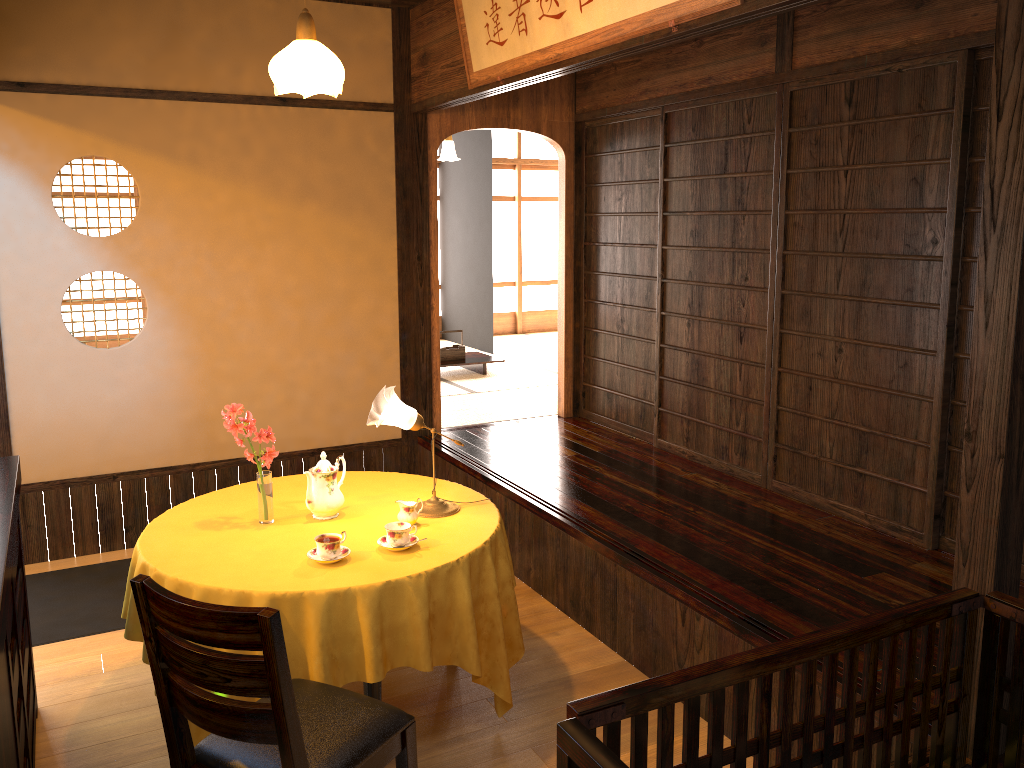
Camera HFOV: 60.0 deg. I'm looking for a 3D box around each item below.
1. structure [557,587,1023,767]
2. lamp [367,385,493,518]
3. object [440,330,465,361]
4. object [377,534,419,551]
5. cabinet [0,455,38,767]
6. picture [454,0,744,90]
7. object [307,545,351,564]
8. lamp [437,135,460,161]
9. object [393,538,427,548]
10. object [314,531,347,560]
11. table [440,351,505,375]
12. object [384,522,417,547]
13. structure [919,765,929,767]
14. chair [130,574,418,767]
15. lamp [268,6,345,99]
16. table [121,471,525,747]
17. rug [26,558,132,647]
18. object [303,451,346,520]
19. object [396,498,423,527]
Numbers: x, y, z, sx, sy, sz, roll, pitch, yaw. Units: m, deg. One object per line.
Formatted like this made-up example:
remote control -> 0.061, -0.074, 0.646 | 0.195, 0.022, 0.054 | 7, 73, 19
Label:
structure -> 0.725, 0.823, 1.635 | 1.198, 0.497, 0.600 | -6, 11, -27
lamp -> -0.295, 0.578, 3.455 | 0.512, 1.197, 0.198 | -5, 10, -27
object -> -0.567, -0.355, 8.017 | 0.260, 0.257, 0.151 | -5, 11, -27
object -> -0.391, 0.549, 3.045 | 0.144, 0.024, 0.144 | 4, 11, 22
cabinet -> -1.495, 0.932, 2.210 | 0.490, 0.966, 2.194 | -5, 11, -27
picture -> 0.206, -1.626, 3.605 | 0.117, 0.562, 2.051 | -5, 11, -27
object -> -0.606, 0.570, 2.936 | 0.144, 0.024, 0.144 | 4, 11, 22
lamp -> -0.558, -2.351, 7.722 | 0.196, 0.795, 0.226 | -3, 10, -19
object -> -0.347, 0.545, 3.017 | 0.126, 0.019, 0.029 | -5, 11, -24
object -> -0.602, 0.538, 2.931 | 0.099, 0.075, 0.091 | -1, 10, -3
table -> -0.733, -0.154, 7.960 | 1.201, 0.117, 0.602 | -6, 12, -27
object -> -0.388, 0.517, 3.037 | 0.090, 0.075, 0.099 | -9, 13, -42
structure -> 0.628, 0.961, 1.440 | 0.667, 0.299, 0.454 | -5, 11, -27
chair -> -0.600, 0.914, 2.329 | 0.491, 0.956, 0.579 | 5, 11, 27
lamp -> -0.715, -1.409, 3.042 | 0.249, 0.806, 0.278 | -1, 9, -5
table -> -0.695, 0.851, 3.381 | 1.445, 0.692, 1.448 | -5, 11, -27
rug -> -1.697, 0.999, 4.487 | 2.958, 0.005, 0.905 | -6, 12, -27
object -> -0.706, 0.376, 3.357 | 0.163, 0.251, 0.154 | -3, 10, -14
object -> -0.382, 0.471, 3.265 | 0.078, 0.097, 0.083 | 6, 11, 32
